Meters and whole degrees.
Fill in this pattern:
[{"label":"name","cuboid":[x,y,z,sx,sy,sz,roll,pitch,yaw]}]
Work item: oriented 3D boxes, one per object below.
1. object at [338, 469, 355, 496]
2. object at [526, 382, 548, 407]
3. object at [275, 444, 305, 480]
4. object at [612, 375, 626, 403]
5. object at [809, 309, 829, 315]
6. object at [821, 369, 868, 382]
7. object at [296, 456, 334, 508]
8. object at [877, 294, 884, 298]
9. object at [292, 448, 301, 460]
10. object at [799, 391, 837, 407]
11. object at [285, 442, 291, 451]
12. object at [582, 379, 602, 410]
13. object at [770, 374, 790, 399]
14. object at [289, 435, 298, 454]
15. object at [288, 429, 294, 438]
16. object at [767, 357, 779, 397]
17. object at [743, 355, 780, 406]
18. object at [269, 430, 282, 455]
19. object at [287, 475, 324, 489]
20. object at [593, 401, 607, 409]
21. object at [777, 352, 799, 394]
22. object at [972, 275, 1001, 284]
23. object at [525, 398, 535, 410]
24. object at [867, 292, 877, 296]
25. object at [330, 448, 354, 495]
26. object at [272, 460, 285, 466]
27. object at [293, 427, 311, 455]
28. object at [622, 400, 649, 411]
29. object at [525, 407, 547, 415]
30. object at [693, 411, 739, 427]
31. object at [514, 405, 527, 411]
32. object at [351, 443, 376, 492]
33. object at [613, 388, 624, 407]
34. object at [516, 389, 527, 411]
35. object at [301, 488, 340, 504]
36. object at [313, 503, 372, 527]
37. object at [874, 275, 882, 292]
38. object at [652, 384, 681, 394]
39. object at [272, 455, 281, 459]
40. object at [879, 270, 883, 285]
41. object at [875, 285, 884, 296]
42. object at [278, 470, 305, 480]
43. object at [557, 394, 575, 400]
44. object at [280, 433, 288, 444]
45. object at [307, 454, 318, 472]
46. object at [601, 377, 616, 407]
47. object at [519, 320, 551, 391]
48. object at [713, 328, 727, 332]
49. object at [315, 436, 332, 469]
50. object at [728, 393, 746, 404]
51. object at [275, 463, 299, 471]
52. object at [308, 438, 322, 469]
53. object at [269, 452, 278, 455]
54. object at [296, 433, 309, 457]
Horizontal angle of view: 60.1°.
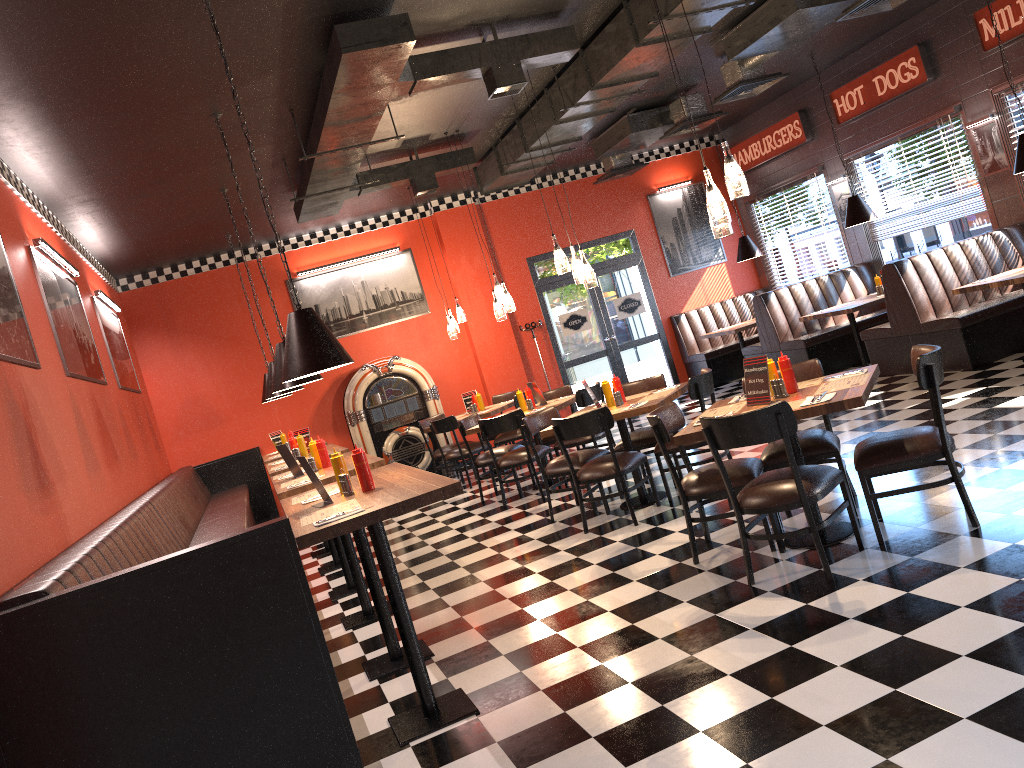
[{"label":"object","cuboid":[-0.821,0.482,4.365,0.047,0.136,0.093,-17,1,-26]},{"label":"object","cuboid":[0.254,0.098,8.991,0.073,0.257,0.187,-17,1,-27]},{"label":"object","cuboid":[-1.591,0.548,6.346,0.073,0.257,0.187,-17,1,-38]},{"label":"object","cuboid":[0.837,0.034,6.982,0.068,0.238,0.068,-17,0,-12]},{"label":"object","cuboid":[3.590,-0.845,10.334,0.158,0.019,0.254,-17,3,-11]},{"label":"object","cuboid":[1.837,-0.046,4.916,0.253,0.019,0.158,-15,3,32]},{"label":"object","cuboid":[-0.957,0.462,4.289,0.073,0.257,0.187,-17,1,-25]},{"label":"object","cuboid":[4.186,-1.002,9.907,0.158,0.019,0.254,-18,3,-21]},{"label":"object","cuboid":[-2.030,0.644,8.333,0.093,0.136,0.047,-16,1,38]},{"label":"object","cuboid":[1.534,0.069,4.437,0.156,0.019,0.256,-15,3,31]},{"label":"object","cuboid":[-2.616,0.715,10.410,0.094,0.136,0.046,-18,1,-37]},{"label":"object","cuboid":[0.630,0.086,6.988,0.072,0.257,0.189,-17,1,13]},{"label":"object","cuboid":[1.456,0.011,4.847,0.047,0.136,0.093,-17,1,-27]},{"label":"object","cuboid":[-2.077,0.598,8.448,0.068,0.238,0.067,-17,1,-22]},{"label":"object","cuboid":[-2.611,0.653,10.527,0.068,0.238,0.067,-17,1,-23]},{"label":"object","cuboid":[1.456,-0.049,4.962,0.068,0.238,0.068,-17,0,-2]},{"label":"object","cuboid":[1.335,-0.016,4.828,0.073,0.257,0.187,-17,1,-27]},{"label":"object","cuboid":[-2.777,0.691,10.573,0.072,0.257,0.189,-16,1,33]},{"label":"object","cuboid":[-1.320,0.625,5.692,0.256,0.019,0.157,-18,3,-20]},{"label":"object","cuboid":[0.748,0.162,7.253,0.157,0.019,0.256,-16,3,21]},{"label":"object","cuboid":[1.521,-0.066,4.898,0.067,0.238,0.068,-16,1,26]},{"label":"object","cuboid":[4.356,-0.962,8.106,0.158,0.019,0.254,-17,3,-16]},{"label":"object","cuboid":[0.173,0.191,8.892,0.047,0.136,0.093,-17,1,-27]},{"label":"object","cuboid":[4.375,-1.093,10.584,0.158,0.019,0.254,-18,3,-18]},{"label":"object","cuboid":[-0.866,0.435,4.477,0.068,0.238,0.067,-17,1,-42]},{"label":"object","cuboid":[-2.211,0.745,8.612,0.256,0.019,0.157,-18,3,-20]},{"label":"object","cuboid":[-2.014,0.565,8.522,0.187,0.257,0.073,-16,1,24]},{"label":"object","cuboid":[0.908,0.153,6.492,0.156,0.019,0.256,-15,3,31]},{"label":"object","cuboid":[0.232,0.252,8.538,0.156,0.019,0.256,-15,3,30]},{"label":"object","cuboid":[1.104,0.181,4.771,0.254,0.019,0.158,-16,3,22]},{"label":"object","cuboid":[0.093,0.255,9.313,0.156,0.019,0.256,-15,3,28]},{"label":"object","cuboid":[-0.729,0.403,4.306,0.068,0.238,0.067,-17,1,-42]},{"label":"object","cuboid":[0.820,0.099,6.870,0.046,0.136,0.094,-16,1,33]},{"label":"object","cuboid":[0.092,0.157,8.963,0.068,0.238,0.068,-17,0,-12]},{"label":"object","cuboid":[-0.973,0.575,4.619,0.256,0.019,0.157,-18,3,-20]},{"label":"object","cuboid":[-0.705,0.541,3.700,0.256,0.019,0.157,-18,3,-20]},{"label":"object","cuboid":[4.280,-1.167,10.335,0.068,0.238,0.067,-17,1,-33]},{"label":"object","cuboid":[1.192,0.044,6.963,0.254,0.019,0.158,-15,3,27]},{"label":"object","cuboid":[-2.528,0.781,9.782,0.256,0.019,0.157,-18,3,-20]},{"label":"object","cuboid":[4.448,-1.233,10.445,0.187,0.257,0.073,-16,1,43]},{"label":"object","cuboid":[4.253,-1.100,10.246,0.093,0.136,0.047,-16,1,43]},{"label":"object","cuboid":[-1.619,0.668,6.608,0.256,0.019,0.157,-18,3,-20]},{"label":"object","cuboid":[0.560,0.128,9.044,0.253,0.019,0.158,-15,3,31]},{"label":"object","cuboid":[-2.699,0.680,10.509,0.068,0.238,0.067,-17,1,-23]},{"label":"object","cuboid":[-1.436,0.565,6.366,0.047,0.136,0.093,-17,1,-27]},{"label":"object","cuboid":[0.751,0.061,6.956,0.068,0.238,0.068,-17,0,-12]},{"label":"object","cuboid":[0.489,-0.075,12.545,0.374,1.658,0.375,-17,0,6]},{"label":"object","cuboid":[2.973,-0.777,12.647,0.158,0.019,0.254,-17,3,-16]},{"label":"object","cuboid":[-1.372,0.489,6.417,0.068,0.238,0.068,-17,0,3]},{"label":"object","cuboid":[1.367,0.078,5.243,0.156,0.019,0.256,-15,3,29]},{"label":"object","cuboid":[-1.946,0.710,7.734,0.256,0.019,0.157,-18,3,-20]},{"label":"object","cuboid":[-1.437,0.505,6.482,0.068,0.238,0.068,-17,0,-8]},{"label":"object","cuboid":[-2.837,0.821,10.813,0.256,0.019,0.157,-18,3,-20]},{"label":"object","cuboid":[-1.995,0.575,8.410,0.068,0.238,0.067,-17,1,-28]}]
